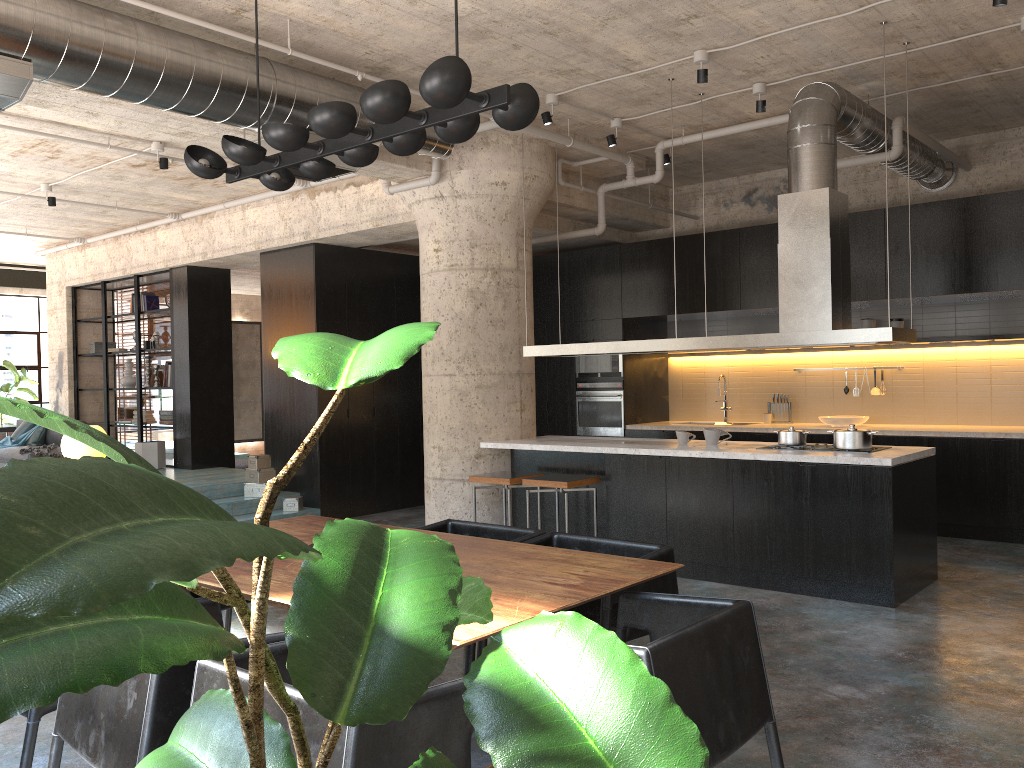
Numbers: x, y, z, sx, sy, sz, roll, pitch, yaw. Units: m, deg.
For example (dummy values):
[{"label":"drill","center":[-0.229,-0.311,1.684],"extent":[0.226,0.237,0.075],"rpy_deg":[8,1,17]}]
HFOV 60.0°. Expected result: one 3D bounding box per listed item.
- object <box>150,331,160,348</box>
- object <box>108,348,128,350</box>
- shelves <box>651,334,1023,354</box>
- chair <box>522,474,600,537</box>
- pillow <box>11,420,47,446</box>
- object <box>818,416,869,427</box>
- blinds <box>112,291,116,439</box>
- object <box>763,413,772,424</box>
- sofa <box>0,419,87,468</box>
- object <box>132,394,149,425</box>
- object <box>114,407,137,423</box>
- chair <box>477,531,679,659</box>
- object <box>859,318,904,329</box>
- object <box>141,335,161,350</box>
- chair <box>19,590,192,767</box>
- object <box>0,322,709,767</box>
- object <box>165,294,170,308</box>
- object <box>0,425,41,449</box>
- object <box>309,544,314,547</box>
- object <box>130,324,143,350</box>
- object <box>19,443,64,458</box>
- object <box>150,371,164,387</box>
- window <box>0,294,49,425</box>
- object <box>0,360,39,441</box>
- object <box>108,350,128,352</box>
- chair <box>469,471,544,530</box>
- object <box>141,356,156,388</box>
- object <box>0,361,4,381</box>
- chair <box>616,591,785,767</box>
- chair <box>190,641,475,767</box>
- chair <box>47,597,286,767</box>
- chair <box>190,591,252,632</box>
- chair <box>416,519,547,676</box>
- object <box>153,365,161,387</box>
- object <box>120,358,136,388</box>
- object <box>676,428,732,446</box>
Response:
[{"label":"object","center":[-5.050,-0.606,12.511],"extent":[0.131,0.280,0.252],"rpy_deg":[-2,0,-42]},{"label":"object","center":[-5.686,-0.500,12.766],"extent":[0.227,0.024,0.166],"rpy_deg":[-1,0,19]},{"label":"shelves","center":[3.458,-0.417,9.346],"extent":[4.362,0.043,0.403],"rpy_deg":[-1,0,40]},{"label":"chair","center":[0.407,1.107,7.185],"extent":[0.450,0.698,0.450],"rpy_deg":[-1,0,40]},{"label":"pillow","center":[-5.819,0.573,10.629],"extent":[0.320,0.393,0.670],"rpy_deg":[-2,0,-44]},{"label":"object","center":[3.411,0.385,9.120],"extent":[0.490,0.093,0.490],"rpy_deg":[-1,0,37]},{"label":"blinds","center":[-4.988,-0.001,12.782],"extent":[2.915,3.160,0.136],"rpy_deg":[-1,0,40]},{"label":"object","center":[2.837,0.381,9.849],"extent":[0.092,0.117,0.092],"rpy_deg":[-1,0,-11]},{"label":"sofa","center":[-5.726,0.768,10.618],"extent":[2.063,0.680,1.019],"rpy_deg":[-1,0,40]},{"label":"object","center":[-5.119,0.350,12.226],"extent":[0.218,0.433,0.218],"rpy_deg":[-1,0,32]},{"label":"object","center":[-5.643,0.456,13.059],"extent":[0.335,0.231,0.284],"rpy_deg":[-1,0,40]},{"label":"chair","center":[0.321,1.107,4.063],"extent":[0.707,0.738,0.754],"rpy_deg":[-1,0,40]},{"label":"object","center":[3.760,-0.564,9.065],"extent":[0.462,0.240,0.334],"rpy_deg":[-1,0,37]},{"label":"object","center":[-4.903,-0.568,12.070],"extent":[0.200,0.200,0.409],"rpy_deg":[-1,0,-40]},{"label":"chair","center":[-1.702,1.153,3.549],"extent":[0.754,0.738,0.707],"rpy_deg":[-2,0,-45]},{"label":"object","center":[-0.129,0.737,0.519],"extent":[0.886,1.552,0.514],"rpy_deg":[-1,0,37]},{"label":"object","center":[-4.455,-1.092,11.968],"extent":[0.434,0.217,0.430],"rpy_deg":[-1,0,43]},{"label":"object","center":[-5.796,0.633,10.662],"extent":[0.985,0.438,0.444],"rpy_deg":[-1,0,-23]},{"label":"object","center":[-0.664,0.702,3.826],"extent":[0.435,0.079,0.435],"rpy_deg":[-1,0,-13]},{"label":"object","center":[-5.388,-0.655,12.751],"extent":[0.178,0.394,0.180],"rpy_deg":[-1,0,34]},{"label":"object","center":[-5.262,0.761,9.901],"extent":[0.429,0.185,0.433],"rpy_deg":[-1,0,36]},{"label":"object","center":[-4.974,-0.066,12.450],"extent":[0.189,0.230,0.190],"rpy_deg":[-1,0,-5]},{"label":"window","center":[-8.709,-0.277,15.242],"extent":[0.081,2.530,1.780],"rpy_deg":[-1,0,40]},{"label":"object","center":[-8.372,0.381,14.704],"extent":[0.921,1.543,0.817],"rpy_deg":[-1,0,9]},{"label":"object","center":[-5.695,-0.471,12.763],"extent":[0.243,0.034,0.179],"rpy_deg":[-1,0,18]},{"label":"chair","center":[-0.039,1.115,7.497],"extent":[0.450,0.698,0.450],"rpy_deg":[-1,0,40]},{"label":"object","center":[-5.141,-0.172,12.558],"extent":[0.191,0.447,0.192],"rpy_deg":[-1,0,-2]},{"label":"object","center":[-8.418,0.224,14.085],"extent":[0.523,1.863,0.629],"rpy_deg":[-1,0,9]},{"label":"chair","center":[0.425,1.111,2.910],"extent":[0.754,0.738,0.707],"rpy_deg":[-1,0,40]},{"label":"chair","center":[-0.469,1.132,2.471],"extent":[0.707,0.738,0.754],"rpy_deg":[-1,0,40]},{"label":"chair","center":[-1.088,1.143,2.966],"extent":[0.754,0.738,0.707],"rpy_deg":[-2,0,-45]},{"label":"chair","center":[-1.589,1.145,4.594],"extent":[0.754,0.738,0.707],"rpy_deg":[-1,0,40]},{"label":"chair","center":[-0.234,1.116,4.541],"extent":[0.707,0.738,0.754],"rpy_deg":[-1,0,40]},{"label":"object","center":[-4.809,-0.106,12.010],"extent":[0.099,0.301,0.099],"rpy_deg":[-1,0,34]},{"label":"object","center":[-5.605,-0.159,12.993],"extent":[0.265,0.432,0.265],"rpy_deg":[-1,0,-6]},{"label":"object","center":[1.516,0.417,7.061],"extent":[0.437,0.133,0.188],"rpy_deg":[-1,0,41]}]
